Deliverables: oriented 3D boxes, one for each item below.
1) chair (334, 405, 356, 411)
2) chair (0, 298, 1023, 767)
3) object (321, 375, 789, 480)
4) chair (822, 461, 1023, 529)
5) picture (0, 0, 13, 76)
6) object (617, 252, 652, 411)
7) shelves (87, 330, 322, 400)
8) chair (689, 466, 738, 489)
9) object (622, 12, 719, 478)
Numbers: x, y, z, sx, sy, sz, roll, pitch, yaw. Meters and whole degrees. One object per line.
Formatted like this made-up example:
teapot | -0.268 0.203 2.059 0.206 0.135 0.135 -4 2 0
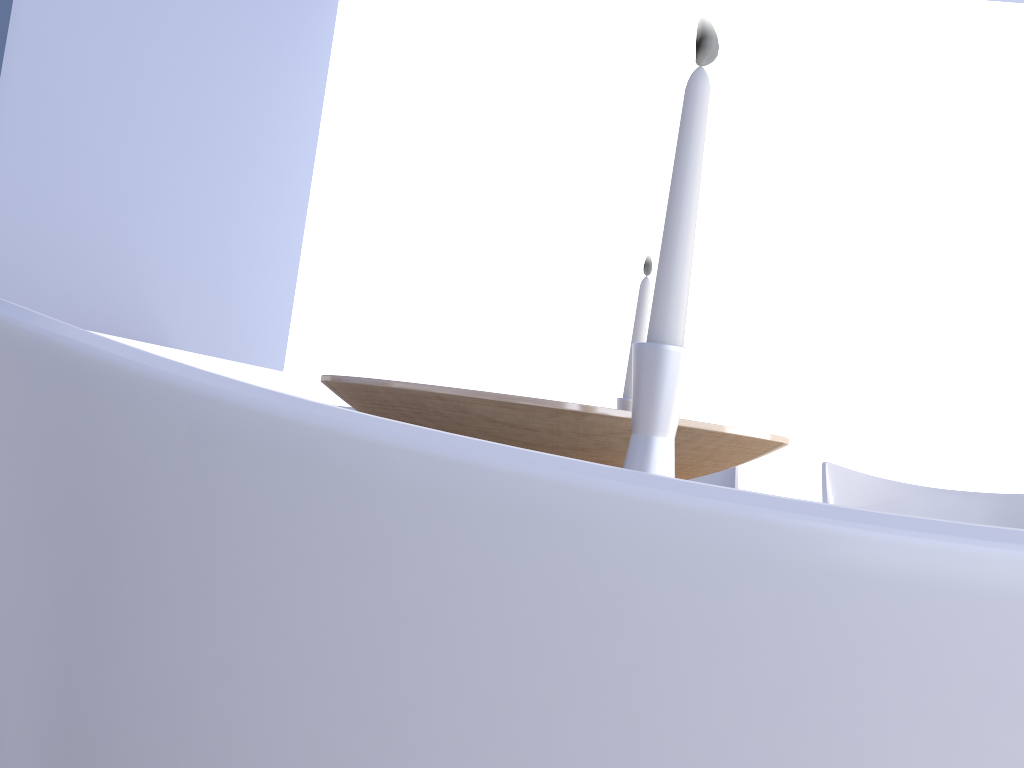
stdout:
chair | -0.446 0.399 1.561 0.510 0.793 0.486 7 -3 6
chair | 0.036 0.407 0.355 0.510 0.793 0.486 7 -3 6
object | 0.038 0.066 0.957 0.493 0.081 0.493 7 -3 25
chair | 0.720 0.552 1.430 0.510 0.793 0.486 7 -3 6
picture | -1.051 -0.965 1.140 0.049 0.901 1.252 7 -3 6
object | 0.185 -0.028 1.334 0.045 0.349 0.045 7 -3 6
shelves | -1.067 0.252 0.781 0.463 0.840 3.901 7 -3 6
chair | 0.133 0.475 1.496 0.510 0.793 0.486 7 -3 7
object | 0.106 -0.075 0.580 0.045 0.349 0.045 10 -4 -42
